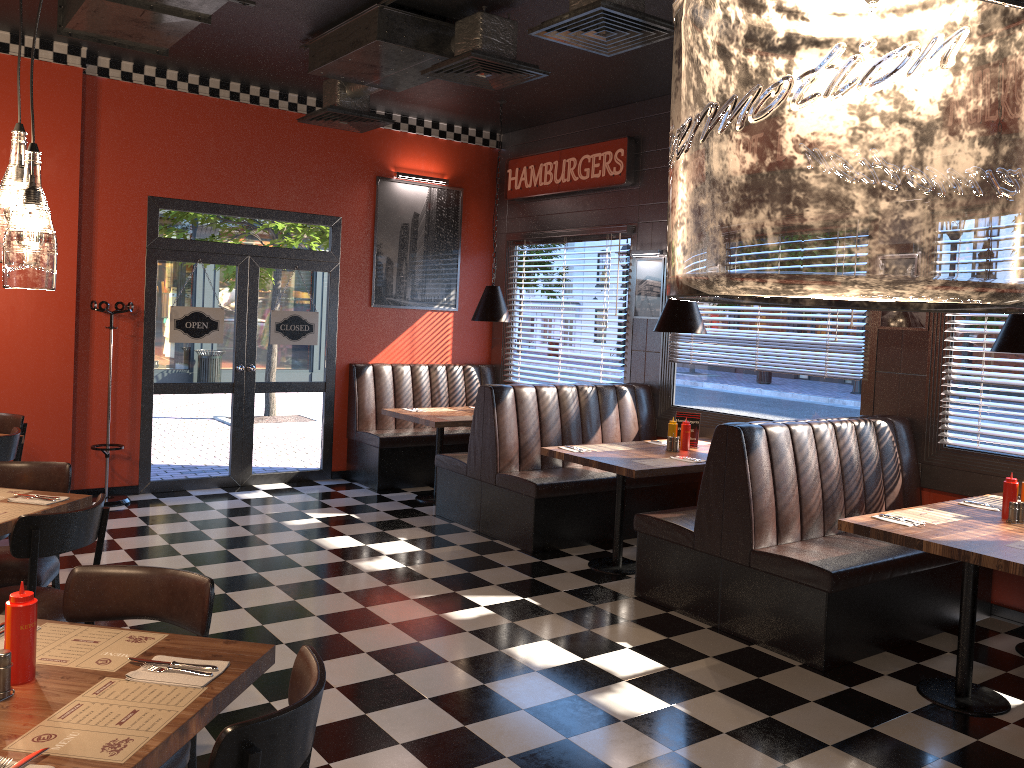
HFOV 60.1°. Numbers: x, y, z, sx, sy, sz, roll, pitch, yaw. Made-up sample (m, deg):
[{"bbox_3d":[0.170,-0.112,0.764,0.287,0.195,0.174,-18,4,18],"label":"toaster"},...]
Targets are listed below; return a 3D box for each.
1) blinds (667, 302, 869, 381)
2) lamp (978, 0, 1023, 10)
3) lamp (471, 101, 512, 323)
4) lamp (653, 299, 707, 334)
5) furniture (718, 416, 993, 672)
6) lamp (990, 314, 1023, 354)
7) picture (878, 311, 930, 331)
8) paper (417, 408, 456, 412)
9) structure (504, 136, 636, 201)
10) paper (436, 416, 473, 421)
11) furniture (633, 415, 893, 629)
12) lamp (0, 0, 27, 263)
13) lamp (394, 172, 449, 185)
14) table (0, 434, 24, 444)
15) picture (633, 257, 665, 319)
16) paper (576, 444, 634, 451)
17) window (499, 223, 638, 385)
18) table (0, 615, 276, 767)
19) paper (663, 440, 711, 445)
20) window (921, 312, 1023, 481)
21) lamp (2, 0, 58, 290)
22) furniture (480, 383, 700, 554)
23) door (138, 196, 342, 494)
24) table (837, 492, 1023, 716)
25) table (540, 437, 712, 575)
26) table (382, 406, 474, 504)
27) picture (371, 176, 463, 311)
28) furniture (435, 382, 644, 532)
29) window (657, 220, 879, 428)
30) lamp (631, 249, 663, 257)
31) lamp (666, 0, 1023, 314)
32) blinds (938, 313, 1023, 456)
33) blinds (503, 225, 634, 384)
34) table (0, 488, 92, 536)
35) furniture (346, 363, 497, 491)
[{"bbox_3d":[1.899,-0.696,6.810,0.100,1.203,1.873,1,4,-36],"label":"blinds"},{"bbox_3d":[0.161,-1.050,0.096,0.108,1.962,0.108,4,3,41],"label":"lamp"},{"bbox_3d":[-0.146,-1.601,8.237,0.382,2.041,0.382,3,2,13],"label":"lamp"},{"bbox_3d":[1.250,-1.386,6.310,0.382,2.041,0.382,4,2,35],"label":"lamp"},{"bbox_3d":[2.063,0.818,5.129,1.709,1.152,0.707,0,4,-36],"label":"furniture"},{"bbox_3d":[2.648,-1.170,4.383,0.382,2.041,0.382,4,2,35],"label":"lamp"},{"bbox_3d":[2.601,-0.625,5.862,0.012,0.536,0.352,1,3,-36],"label":"picture"},{"bbox_3d":[-0.734,0.242,8.316,0.365,0.001,0.261,-1,6,-36],"label":"paper"},{"bbox_3d":[3.262,-1.661,4.893,0.120,0.438,11.290,1,5,-36],"label":"structure"},{"bbox_3d":[-0.448,0.300,7.746,0.365,0.001,0.261,-1,6,-39],"label":"paper"},{"bbox_3d":[1.650,0.754,5.700,1.709,1.152,0.707,0,4,-36],"label":"furniture"},{"bbox_3d":[-1.114,-1.261,2.036,0.108,1.962,0.108,3,2,6],"label":"lamp"},{"bbox_3d":[-0.928,-2.102,9.077,0.610,0.056,0.081,-1,5,-36],"label":"lamp"},{"bbox_3d":[-3.720,0.724,5.343,0.960,0.772,0.958,3,4,9],"label":"table"},{"bbox_3d":[1.201,-0.841,7.794,0.012,0.536,0.352,1,3,-36],"label":"picture"},{"bbox_3d":[0.672,0.458,6.389,0.365,0.001,0.262,0,5,-34],"label":"paper"},{"bbox_3d":[0.541,-0.680,8.806,0.127,1.711,2.032,1,4,-36],"label":"window"},{"bbox_3d":[-1.209,1.100,2.023,0.960,0.772,0.958,3,4,9],"label":"table"},{"bbox_3d":[1.342,0.452,6.857,0.365,0.001,0.261,-1,6,-38],"label":"paper"},{"bbox_3d":[3.341,-0.248,4.943,0.127,1.711,2.032,1,4,-36],"label":"window"},{"bbox_3d":[-1.033,-1.192,1.948,0.108,1.962,0.108,2,2,-24],"label":"lamp"},{"bbox_3d":[0.663,0.602,7.060,1.709,1.152,0.707,0,4,-36],"label":"furniture"},{"bbox_3d":[-2.441,-0.336,8.137,1.799,2.568,0.128,1,3,-36],"label":"door"},{"bbox_3d":[2.539,1.084,4.454,1.691,0.772,0.959,0,5,-36],"label":"table"},{"bbox_3d":[1.148,0.869,6.373,1.691,0.772,0.959,0,5,-36],"label":"table"},{"bbox_3d":[-0.258,0.652,8.312,1.691,0.772,0.959,0,5,-36],"label":"table"},{"bbox_3d":[-0.964,-1.422,9.135,1.023,1.299,0.016,1,3,-36],"label":"picture"},{"bbox_3d":[0.250,0.538,7.631,1.709,1.152,0.707,0,4,-36],"label":"furniture"},{"bbox_3d":[1.941,-0.464,6.874,0.127,1.711,2.032,1,4,-36],"label":"window"},{"bbox_3d":[1.187,-1.143,7.763,0.081,0.056,0.335,0,5,-36],"label":"lamp"},{"bbox_3d":[0.142,-1.002,0.220,0.108,1.962,0.108,3,2,11],"label":"lamp"},{"bbox_3d":[3.291,-0.307,4.885,0.101,1.550,1.873,1,4,-36],"label":"blinds"},{"bbox_3d":[0.486,-0.699,8.752,0.099,1.632,1.873,1,4,-36],"label":"blinds"},{"bbox_3d":[-2.511,0.907,3.719,0.960,0.772,0.958,3,4,9],"label":"table"},{"bbox_3d":[-0.736,0.386,8.991,1.709,1.152,0.707,0,4,-36],"label":"furniture"}]
